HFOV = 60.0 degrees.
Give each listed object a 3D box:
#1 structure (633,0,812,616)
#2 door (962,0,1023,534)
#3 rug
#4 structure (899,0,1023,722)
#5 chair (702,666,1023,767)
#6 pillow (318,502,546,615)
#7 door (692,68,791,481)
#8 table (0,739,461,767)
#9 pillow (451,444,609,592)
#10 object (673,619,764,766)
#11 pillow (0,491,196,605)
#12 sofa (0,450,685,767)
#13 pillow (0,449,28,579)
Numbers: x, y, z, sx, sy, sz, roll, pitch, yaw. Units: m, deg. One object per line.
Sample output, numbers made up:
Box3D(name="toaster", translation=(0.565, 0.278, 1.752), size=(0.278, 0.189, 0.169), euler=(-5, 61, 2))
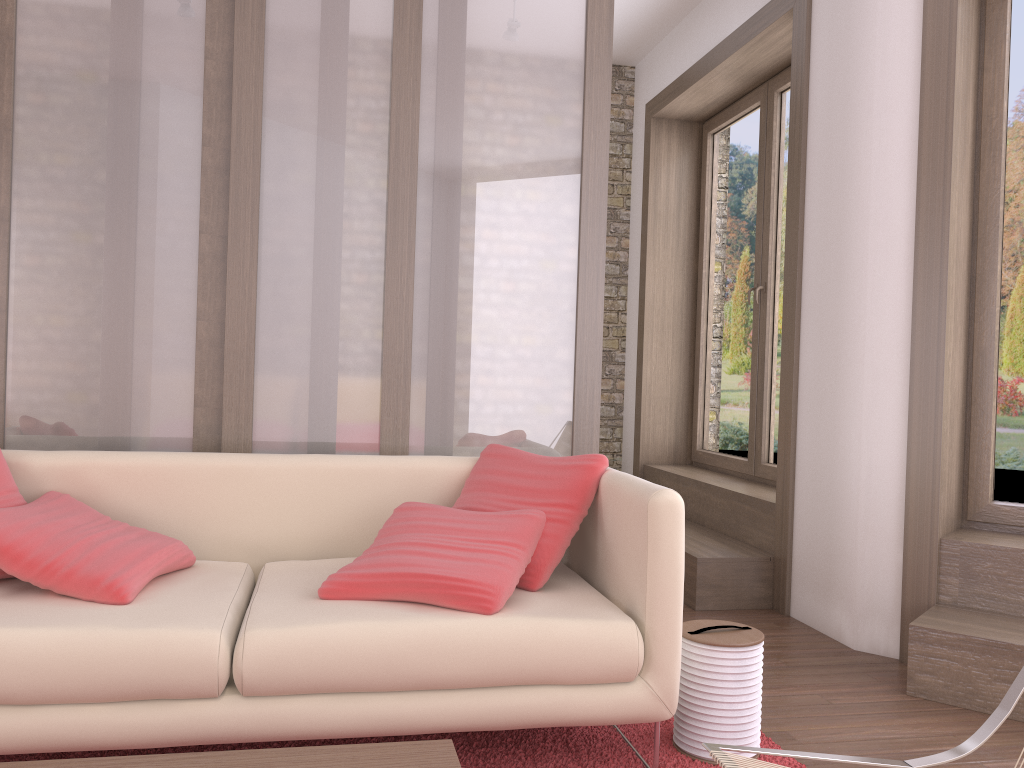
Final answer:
Box3D(name="structure", translation=(1.086, -0.416, 4.952), size=(0.808, 2.881, 2.039), euler=(2, 0, -12))
Box3D(name="door", translation=(2.563, -0.530, 3.024), size=(1.800, 2.275, 0.142), euler=(2, 1, 38))
Box3D(name="rug", translation=(-0.454, 0.997, 1.141), size=(2.938, 0.016, 3.344), euler=(2, 0, -12))
Box3D(name="structure", translation=(2.344, -0.358, 2.752), size=(2.039, 2.881, 0.845), euler=(2, 1, 38))
Box3D(name="chair", translation=(0.823, 0.663, 1.336), size=(0.853, 0.762, 0.739), euler=(2, 0, -12))
Box3D(name="pillow", translation=(-0.198, 0.468, 2.440), size=(0.507, 0.224, 0.467), euler=(2, 0, 16))
Box3D(name="door", translation=(1.409, -0.588, 5.000), size=(0.117, 2.221, 1.750), euler=(2, 0, -12))
Box3D(name="table", translation=(-0.441, 0.805, 1.055), size=(0.850, 0.378, 0.850), euler=(2, 0, -12))
Box3D(name="pillow", translation=(-0.012, 0.389, 2.702), size=(0.498, 0.377, 0.379), euler=(2, 1, 38))
Box3D(name="object", translation=(0.574, 0.847, 2.472), size=(0.239, 0.341, 0.239), euler=(2, 0, 20))
Box3D(name="pillow", translation=(-1.165, 0.436, 2.412), size=(0.467, 0.224, 0.507), euler=(2, 0, 1))
Box3D(name="sofa", translation=(-0.727, 0.602, 2.440), size=(2.204, 0.751, 0.919), euler=(2, 0, -12))
Box3D(name="pillow", translation=(-1.493, 0.343, 2.344), size=(0.379, 0.377, 0.498), euler=(2, 0, 23))
